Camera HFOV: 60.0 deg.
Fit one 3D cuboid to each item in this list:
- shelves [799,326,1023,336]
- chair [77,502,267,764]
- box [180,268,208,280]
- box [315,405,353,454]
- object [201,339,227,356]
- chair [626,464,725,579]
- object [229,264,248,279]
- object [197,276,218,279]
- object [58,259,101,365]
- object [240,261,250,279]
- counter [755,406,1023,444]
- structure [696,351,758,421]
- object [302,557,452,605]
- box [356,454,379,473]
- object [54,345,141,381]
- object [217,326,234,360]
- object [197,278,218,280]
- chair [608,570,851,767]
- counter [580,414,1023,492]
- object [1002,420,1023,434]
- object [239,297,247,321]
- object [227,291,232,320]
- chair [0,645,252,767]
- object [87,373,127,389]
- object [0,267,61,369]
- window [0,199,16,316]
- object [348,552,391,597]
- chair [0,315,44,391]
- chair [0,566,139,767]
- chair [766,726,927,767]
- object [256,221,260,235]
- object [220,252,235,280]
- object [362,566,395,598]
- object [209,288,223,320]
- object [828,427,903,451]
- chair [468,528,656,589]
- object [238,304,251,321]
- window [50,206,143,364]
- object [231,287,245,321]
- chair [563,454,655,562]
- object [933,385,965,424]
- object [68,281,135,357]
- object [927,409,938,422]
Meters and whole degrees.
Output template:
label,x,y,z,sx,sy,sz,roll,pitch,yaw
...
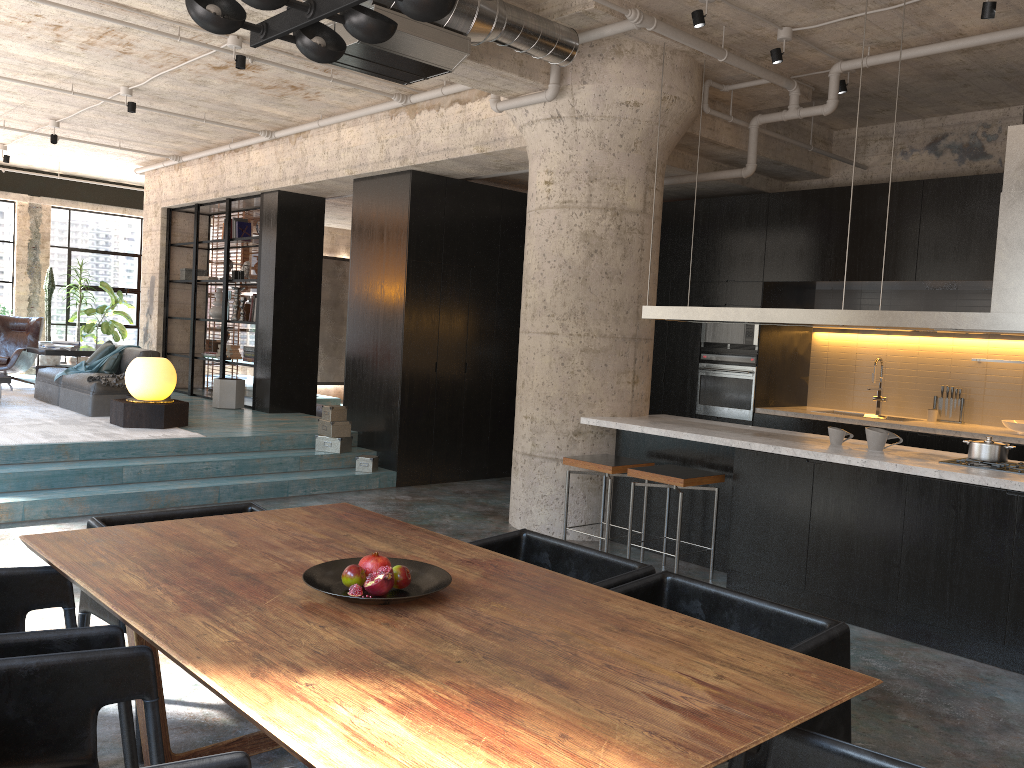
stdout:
label,x,y,z,sx,sy,sz,roll,pitch,yaw
shelves,4.468,-0.433,7.519,0.403,0.043,4.362,0,4,-43
chair,-1.248,0.902,3.514,0.707,0.738,0.754,0,4,-43
box,-4.410,-1.508,12.283,0.306,0.157,0.312,1,4,-33
box,-1.715,0.431,8.571,0.331,0.441,0.280,6,4,36
object,-4.129,-0.503,12.363,0.284,0.231,0.335,0,4,-43
chair,1.058,0.920,5.835,0.450,0.698,0.450,0,4,-43
object,-3.442,-1.415,11.236,0.200,0.200,0.409,1,4,-33
object,-4.133,-1.444,12.026,0.227,0.024,0.166,5,4,26
object,-6.724,-1.014,13.707,0.523,1.863,0.629,4,3,16
object,-3.528,-1.484,11.690,0.131,0.280,0.252,1,4,-35
counter,4.205,0.479,7.378,1.000,0.142,4.360,0,4,-43
structure,2.321,0.012,9.027,0.649,0.651,0.664,0,4,-43
object,-0.395,0.573,2.616,0.435,0.079,0.435,3,3,-6
box,-1.381,0.758,8.457,0.172,0.140,0.187,4,3,10
object,-4.598,-0.233,10.015,0.985,0.438,0.444,2,3,-16
object,-3.708,-0.526,11.468,0.218,0.433,0.218,6,4,39
object,-4.145,-1.416,12.026,0.243,0.034,0.179,5,4,25
chair,0.577,1.050,2.752,0.754,0.738,0.707,0,4,-43
counter,2.057,0.410,5.609,1.000,0.046,3.500,0,4,-43
object,4.330,0.371,7.345,0.490,0.093,0.490,6,5,44
object,-3.393,-0.944,11.190,0.099,0.301,0.099,6,4,41
object,-3.851,-1.065,12.035,0.062,0.395,0.121,1,4,-40
chair,-0.958,1.015,1.840,0.754,0.738,0.707,1,4,-38
object,-4.176,-0.027,9.203,0.429,0.185,0.433,6,4,43
object,-7.710,-0.975,13.421,0.971,1.708,1.641,5,4,23
window,-8.474,-1.596,13.340,1.780,2.530,0.081,0,4,-43
object,-0.417,0.558,2.625,0.100,0.097,0.219,3,3,1
chair,-6.567,-0.422,11.518,0.820,0.940,0.975,3,3,-3
chair,-1.493,0.947,2.493,0.754,0.738,0.707,1,4,-38
chair,0.533,1.113,1.597,0.707,0.738,0.754,0,4,-43
object,-2.970,-1.894,11.052,0.430,0.217,0.434,1,4,-40
object,-3.828,-1.573,11.966,0.178,0.394,0.180,6,4,41
object,-0.383,0.569,2.562,0.088,0.082,0.110,3,3,-3
object,-4.051,-1.108,12.259,0.265,0.432,0.265,3,3,1
object,2.192,0.332,5.538,0.188,0.133,0.437,0,4,-42
chair,0.088,0.991,3.295,0.754,0.738,0.707,0,4,-43
object,-3.504,-0.938,11.649,0.189,0.230,0.190,3,3,2
window,-6.826,-1.589,14.862,1.780,2.530,0.081,0,4,-43
object,-3.647,-1.063,11.771,0.191,0.447,0.192,4,3,5
chair,0.655,0.876,6.199,0.450,0.698,0.450,0,4,-43
object,4.004,0.185,8.127,0.291,0.336,0.060,6,4,41
object,-6.613,-0.881,14.324,0.921,1.543,0.817,4,3,16
object,3.856,0.286,8.137,0.092,0.117,0.092,3,3,-4
